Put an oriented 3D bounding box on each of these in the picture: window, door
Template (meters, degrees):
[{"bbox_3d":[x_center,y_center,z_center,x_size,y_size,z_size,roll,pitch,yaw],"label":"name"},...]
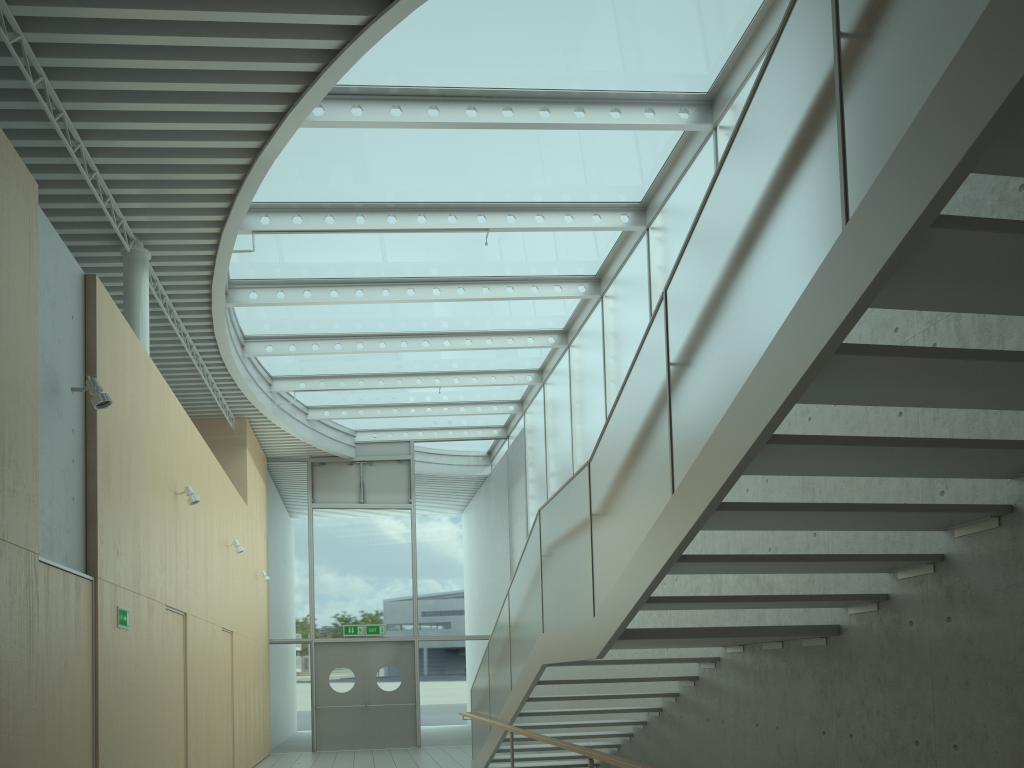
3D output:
[{"bbox_3d":[0.937,0.453,11.665,0.030,2.656,16.401,-1,-18,-10],"label":"window"},{"bbox_3d":[-1.160,1.911,11.209,4.784,6.068,16.582,0,-17,-10],"label":"window"},{"bbox_3d":[-2.319,4.069,16.673,4.857,6.159,0.112,0,-3,-10],"label":"window"},{"bbox_3d":[-2.829,6.037,16.465,1.922,2.064,0.178,0,-3,-10],"label":"door"}]

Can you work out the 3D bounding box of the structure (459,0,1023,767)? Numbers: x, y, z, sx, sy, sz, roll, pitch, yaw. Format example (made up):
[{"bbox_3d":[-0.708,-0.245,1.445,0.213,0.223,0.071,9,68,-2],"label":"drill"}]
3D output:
[{"bbox_3d":[1.263,1.358,5.616,1.885,4.075,13.214,-1,-18,-10],"label":"structure"}]

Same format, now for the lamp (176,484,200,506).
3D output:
[{"bbox_3d":[-3.105,1.061,8.132,0.234,0.192,0.145,6,-11,-29],"label":"lamp"}]

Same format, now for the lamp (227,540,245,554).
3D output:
[{"bbox_3d":[-3.648,2.142,11.207,0.234,0.192,0.145,6,-11,-29],"label":"lamp"}]

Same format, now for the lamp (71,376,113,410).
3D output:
[{"bbox_3d":[-2.598,0.050,5.257,0.234,0.192,0.145,6,-11,-29],"label":"lamp"}]

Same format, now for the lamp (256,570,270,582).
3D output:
[{"bbox_3d":[-4.194,3.231,14.303,0.234,0.192,0.145,6,-11,-29],"label":"lamp"}]
